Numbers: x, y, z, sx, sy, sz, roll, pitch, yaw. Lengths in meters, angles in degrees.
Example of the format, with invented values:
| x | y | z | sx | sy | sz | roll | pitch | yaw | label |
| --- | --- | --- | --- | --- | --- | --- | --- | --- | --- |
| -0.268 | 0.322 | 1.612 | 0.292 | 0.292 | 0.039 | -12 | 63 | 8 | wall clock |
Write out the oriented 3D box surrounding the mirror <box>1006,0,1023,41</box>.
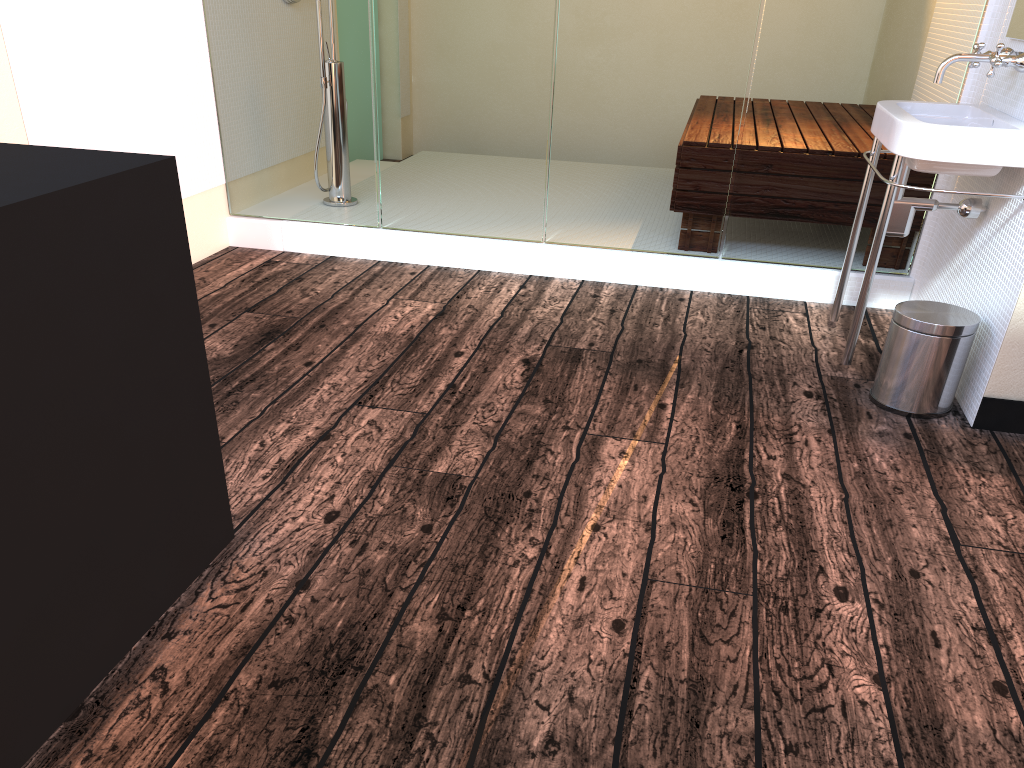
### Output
| x | y | z | sx | sy | sz | roll | pitch | yaw | label |
| --- | --- | --- | --- | --- | --- | --- | --- | --- | --- |
| 1.407 | -1.572 | 2.033 | 0.011 | 1.298 | 0.594 | 8 | 28 | 11 | mirror |

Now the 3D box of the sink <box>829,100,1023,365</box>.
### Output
| x | y | z | sx | sy | sz | roll | pitch | yaw | label |
| --- | --- | --- | --- | --- | --- | --- | --- | --- | --- |
| 1.209 | -0.487 | 2.666 | 0.346 | 0.798 | 0.670 | 8 | 28 | 10 | sink |

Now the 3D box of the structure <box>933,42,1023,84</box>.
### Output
| x | y | z | sx | sy | sz | roll | pitch | yaw | label |
| --- | --- | --- | --- | --- | --- | --- | --- | --- | --- |
| 1.273 | -0.956 | 2.380 | 0.236 | 0.124 | 0.293 | 8 | 27 | 10 | structure |

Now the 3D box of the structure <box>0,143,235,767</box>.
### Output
| x | y | z | sx | sy | sz | roll | pitch | yaw | label |
| --- | --- | --- | --- | --- | --- | --- | --- | --- | --- |
| -1.045 | 0.110 | 1.333 | 0.800 | 0.875 | 0.856 | 8 | 28 | 10 | structure |

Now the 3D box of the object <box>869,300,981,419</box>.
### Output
| x | y | z | sx | sy | sz | roll | pitch | yaw | label |
| --- | --- | --- | --- | --- | --- | --- | --- | --- | --- |
| 1.152 | -0.078 | 2.483 | 0.222 | 0.311 | 0.219 | -9 | 30 | -20 | object |
